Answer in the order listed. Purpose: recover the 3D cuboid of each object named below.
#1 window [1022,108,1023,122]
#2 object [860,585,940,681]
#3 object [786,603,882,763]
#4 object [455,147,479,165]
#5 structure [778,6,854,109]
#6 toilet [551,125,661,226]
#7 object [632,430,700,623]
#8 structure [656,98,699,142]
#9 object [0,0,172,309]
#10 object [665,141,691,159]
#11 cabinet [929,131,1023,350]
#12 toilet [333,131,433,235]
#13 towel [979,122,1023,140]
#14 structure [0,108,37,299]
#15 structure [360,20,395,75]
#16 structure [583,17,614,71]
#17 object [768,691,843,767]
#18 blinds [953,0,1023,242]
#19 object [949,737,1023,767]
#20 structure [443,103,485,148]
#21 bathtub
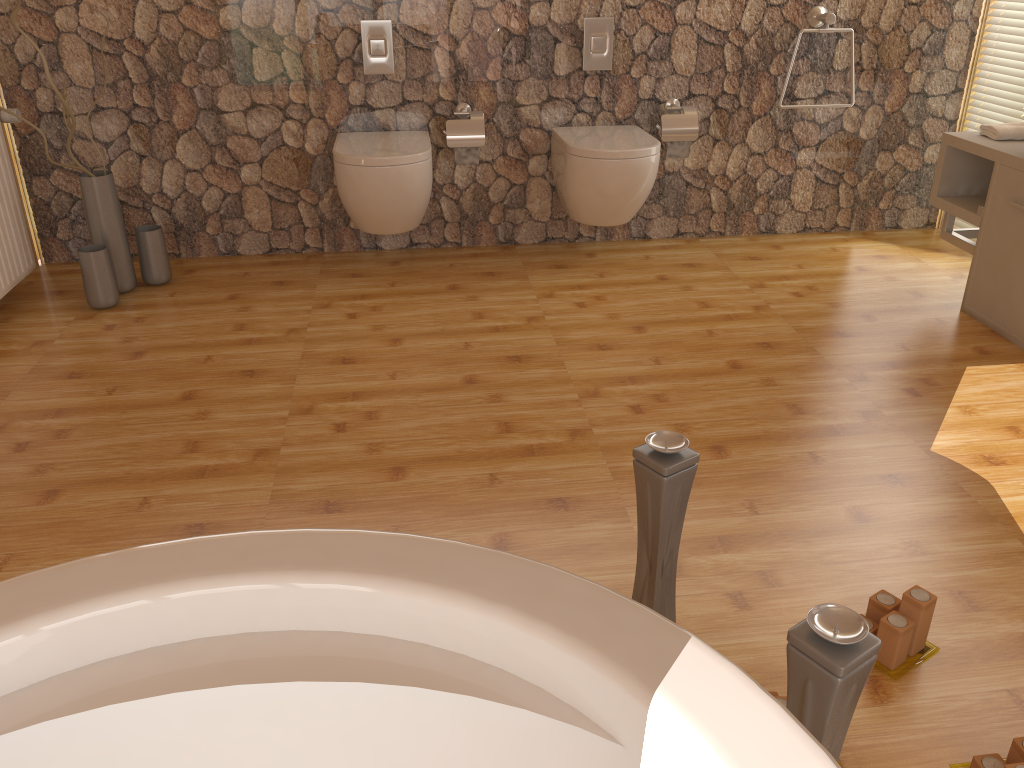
[{"bbox_3d":[2.390,-0.843,1.879,0.010,2.164,3.964,-3,26,-6],"label":"window"},{"bbox_3d":[0.701,0.431,1.643,0.141,0.131,0.141,-17,31,-31],"label":"object"},{"bbox_3d":[0.377,0.491,1.131,0.080,0.478,0.080,-18,31,-32],"label":"object"},{"bbox_3d":[-0.187,-0.971,3.594,0.098,0.151,0.090,-3,26,-6],"label":"object"},{"bbox_3d":[1.261,-1.342,3.649,0.332,0.387,0.133,-3,26,-6],"label":"structure"},{"bbox_3d":[0.379,-0.821,3.571,0.371,0.337,0.507,-3,26,-6],"label":"toilet"},{"bbox_3d":[1.206,-0.114,0.719,2.276,1.921,0.347,17,31,31],"label":"object"},{"bbox_3d":[0.675,-1.096,3.677,0.170,0.151,0.154,-3,26,-6],"label":"structure"},{"bbox_3d":[-1.550,-0.798,3.042,0.277,1.123,0.658,7,27,14],"label":"object"},{"bbox_3d":[0.685,-1.021,3.689,0.098,0.151,0.090,-3,26,-6],"label":"object"},{"bbox_3d":[1.889,-0.434,2.900,0.517,0.570,1.136,-3,26,-6],"label":"cabinet"},{"bbox_3d":[-0.496,-0.771,3.475,0.371,0.337,0.507,-3,26,-6],"label":"toilet"},{"bbox_3d":[1.804,-0.901,3.149,0.225,0.048,0.140,-1,26,-1],"label":"towel"},{"bbox_3d":[-1.795,-0.579,2.963,0.150,0.600,0.745,-3,26,-6],"label":"structure"},{"bbox_3d":[-0.527,-1.321,3.481,0.120,0.200,0.010,-3,26,-6],"label":"structure"},{"bbox_3d":[0.347,-1.371,3.576,0.120,0.200,0.010,-3,26,-6],"label":"structure"},{"bbox_3d":[0.459,0.525,1.453,0.141,0.131,0.141,0,26,1],"label":"object"},{"bbox_3d":[2.032,-1.619,3.441,0.042,2.178,0.420,-3,26,-6],"label":"blinds"},{"bbox_3d":[0.779,0.581,1.338,0.141,0.131,0.141,-3,26,-7],"label":"object"},{"bbox_3d":[-0.196,-1.046,3.582,0.170,0.151,0.154,-3,26,-6],"label":"structure"},{"bbox_3d":[-0.159,0.741,0.139,0.977,0.900,1.946,-2,26,-4],"label":"bathtub"}]
